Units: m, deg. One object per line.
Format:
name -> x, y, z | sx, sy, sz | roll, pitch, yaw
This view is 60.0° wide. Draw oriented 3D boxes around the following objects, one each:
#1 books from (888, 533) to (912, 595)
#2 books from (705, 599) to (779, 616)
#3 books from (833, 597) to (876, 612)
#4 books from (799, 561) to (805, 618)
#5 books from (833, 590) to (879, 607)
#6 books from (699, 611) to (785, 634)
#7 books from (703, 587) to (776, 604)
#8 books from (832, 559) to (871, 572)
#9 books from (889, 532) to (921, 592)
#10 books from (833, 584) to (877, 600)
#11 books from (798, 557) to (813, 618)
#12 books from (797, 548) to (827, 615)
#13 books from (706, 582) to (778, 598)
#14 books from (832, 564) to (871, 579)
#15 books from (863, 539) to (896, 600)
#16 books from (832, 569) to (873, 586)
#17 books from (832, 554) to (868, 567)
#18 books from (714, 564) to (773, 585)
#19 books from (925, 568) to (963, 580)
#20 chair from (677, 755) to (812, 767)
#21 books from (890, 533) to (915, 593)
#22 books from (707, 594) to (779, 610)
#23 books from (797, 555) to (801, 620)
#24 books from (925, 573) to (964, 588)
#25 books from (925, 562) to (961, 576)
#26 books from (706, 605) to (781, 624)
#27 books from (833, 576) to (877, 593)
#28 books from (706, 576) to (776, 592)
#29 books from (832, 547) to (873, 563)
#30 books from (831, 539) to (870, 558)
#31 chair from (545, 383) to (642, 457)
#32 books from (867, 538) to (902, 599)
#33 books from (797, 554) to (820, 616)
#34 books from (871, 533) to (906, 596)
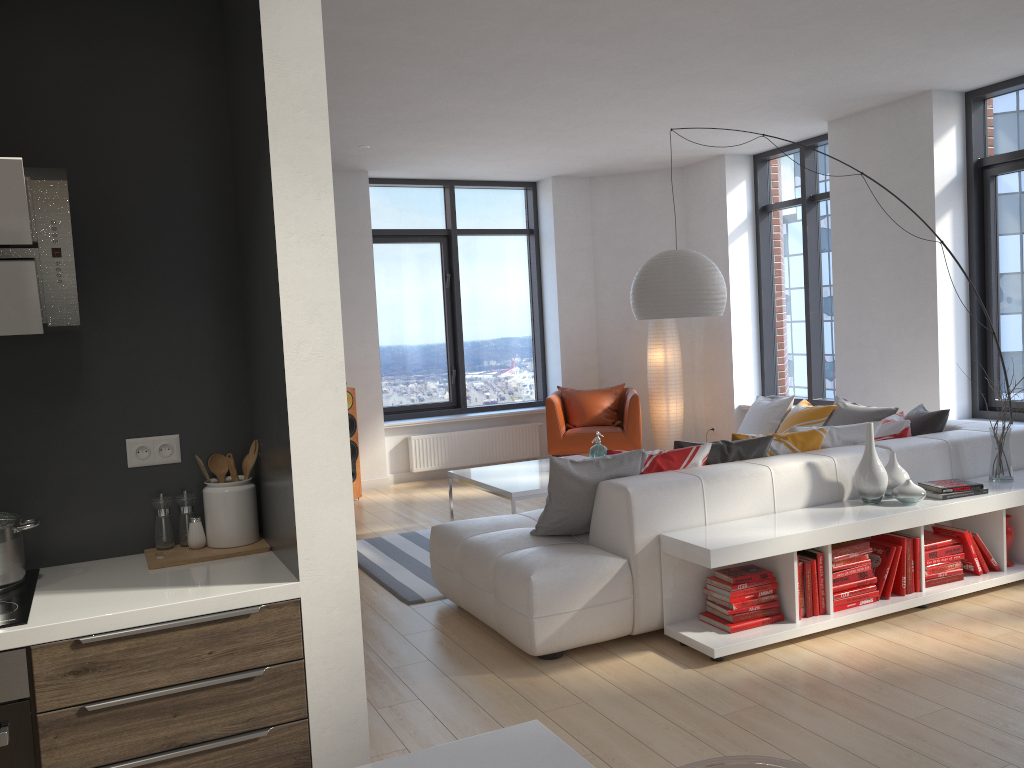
books -> 1.858, 0.871, 4.347 | 0.038, 0.270, 0.215 | -5, 4, -25
books -> 1.040, 0.992, 4.012 | 0.266, 0.026, 0.187 | -4, 4, -20
books -> 1.547, 1.018, 4.201 | 0.274, 0.029, 0.200 | -5, 4, -25
books -> 1.265, 0.926, 4.077 | 0.031, 0.255, 0.181 | -5, 4, -25
books -> 1.555, 0.990, 4.185 | 0.282, 0.030, 0.188 | -5, 4, -24
books -> 1.037, 1.055, 4.014 | 0.301, 0.032, 0.227 | -5, 4, -25
books -> 1.033, 0.940, 4.033 | 0.261, 0.028, 0.191 | -5, 4, -25
books -> 1.541, 0.841, 4.195 | 0.236, 0.023, 0.178 | -5, 4, -25
books -> 1.921, 0.868, 4.349 | 0.028, 0.269, 0.181 | -5, 4, -26
books -> 1.551, 0.963, 4.186 | 0.266, 0.026, 0.187 | -5, 4, -26
books -> 1.295, 0.923, 4.092 | 0.034, 0.259, 0.207 | -5, 4, -25
books -> 1.362, 0.901, 4.117 | 0.049, 0.291, 0.214 | -5, 4, -25
books -> 1.041, 0.913, 4.017 | 0.269, 0.028, 0.179 | -5, 4, -24
books -> 1.532, 0.867, 4.197 | 0.261, 0.027, 0.191 | -5, 4, -29
books -> 1.735, 0.893, 4.278 | 0.144, 0.247, 0.188 | -5, 4, -25
books -> 1.529, 0.899, 4.215 | 0.279, 0.039, 0.206 | -5, 4, -24
books -> 1.520, 0.819, 4.193 | 0.257, 0.025, 0.182 | -5, 4, -25
books -> 1.046, 0.861, 4.011 | 0.206, 0.029, 0.152 | -4, 4, -19
books -> 2.092, 0.939, 4.462 | 0.266, 0.026, 0.187 | -4, 4, -20
chair -> 0.250, 0.951, 1.103 | 0.434, 0.838, 0.475 | -5, 4, -27
books -> 1.890, 0.873, 4.351 | 0.028, 0.266, 0.188 | -5, 4, -25
books -> 1.045, 0.965, 4.021 | 0.257, 0.025, 0.182 | -5, 4, -25
books -> 1.234, 0.912, 4.058 | 0.036, 0.294, 0.208 | -5, 4, -25
books -> 2.098, 0.968, 4.475 | 0.259, 0.034, 0.206 | -5, 4, -22
books -> 2.097, 0.913, 4.471 | 0.257, 0.025, 0.182 | -5, 4, -25
books -> 1.047, 1.020, 4.026 | 0.259, 0.034, 0.206 | -5, 4, -22
books -> 1.537, 0.934, 4.219 | 0.301, 0.032, 0.227 | -5, 4, -25
books -> 1.037, 0.887, 4.018 | 0.254, 0.025, 0.178 | -5, 4, -26
books -> 1.539, 0.792, 4.194 | 0.266, 0.026, 0.187 | -5, 4, -31
books -> 1.517, 0.764, 4.192 | 0.259, 0.034, 0.206 | -5, 4, -28
chair -> 0.805, 0.444, 8.626 | 0.896, 0.858, 0.843 | -3, 4, 7
books -> 1.775, 0.890, 4.290 | 0.115, 0.245, 0.192 | -5, 4, -25
books -> 1.334, 0.920, 4.099 | 0.042, 0.259, 0.195 | -5, 4, -25
books -> 1.831, 0.870, 4.315 | 0.046, 0.282, 0.199 | -5, 4, -25
